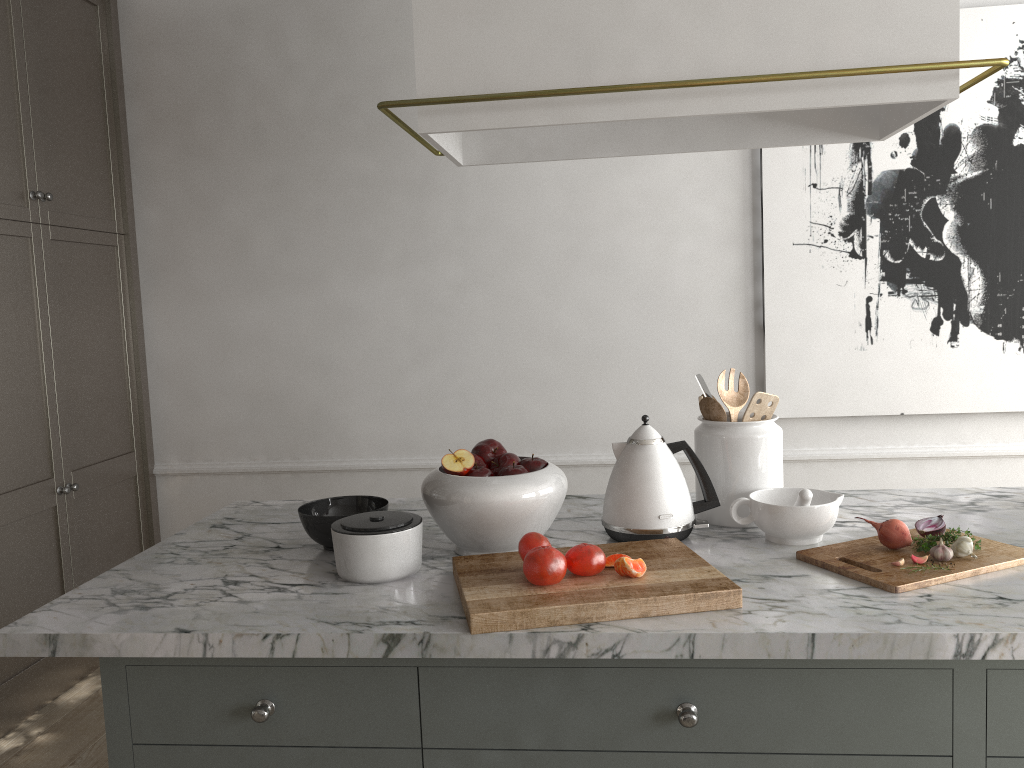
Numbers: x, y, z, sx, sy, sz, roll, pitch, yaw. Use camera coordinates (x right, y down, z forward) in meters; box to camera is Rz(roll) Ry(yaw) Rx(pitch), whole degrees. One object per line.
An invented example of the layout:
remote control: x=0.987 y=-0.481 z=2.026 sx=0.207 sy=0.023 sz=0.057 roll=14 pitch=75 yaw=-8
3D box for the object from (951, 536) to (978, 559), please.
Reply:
object: x=0.736 y=0.267 z=1.451 sx=0.035 sy=0.036 sz=0.037 roll=-3 pitch=5 yaw=-5

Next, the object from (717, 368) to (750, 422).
object: x=0.458 y=0.118 z=1.853 sx=0.056 sy=0.296 sz=0.131 roll=0 pitch=6 yaw=26

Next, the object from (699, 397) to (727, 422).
object: x=0.441 y=0.147 z=1.779 sx=0.117 sy=0.251 sz=0.061 roll=-4 pitch=5 yaw=-14

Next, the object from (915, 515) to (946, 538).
object: x=0.740 y=0.255 z=1.561 sx=0.057 sy=0.039 sz=0.049 roll=-2 pitch=5 yaw=3

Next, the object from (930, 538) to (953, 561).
object: x=0.697 y=0.268 z=1.440 sx=0.033 sy=0.037 sz=0.034 roll=-4 pitch=6 yaw=-16

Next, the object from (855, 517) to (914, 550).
object: x=0.645 y=0.256 z=1.527 sx=0.050 sy=0.051 sz=0.090 roll=-6 pitch=6 yaw=-30

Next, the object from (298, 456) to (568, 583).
object: x=-0.148 y=0.235 z=1.679 sx=0.491 sy=0.156 sz=0.364 roll=-4 pitch=6 yaw=-17

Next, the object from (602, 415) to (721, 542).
object: x=0.267 y=0.176 z=1.683 sx=0.204 sy=0.236 sz=0.178 roll=2 pitch=7 yaw=43

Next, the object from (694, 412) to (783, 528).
object: x=0.461 y=0.169 z=1.807 sx=0.174 sy=0.208 sz=0.174 roll=0 pitch=6 yaw=24

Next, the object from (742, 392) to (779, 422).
object: x=0.452 y=0.143 z=1.756 sx=0.149 sy=0.262 sz=0.054 roll=0 pitch=6 yaw=21

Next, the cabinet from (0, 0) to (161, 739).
cabinet: x=-2.147 y=0.031 z=0.676 sx=0.947 sy=2.377 sz=5.433 roll=-2 pitch=5 yaw=7

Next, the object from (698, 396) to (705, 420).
object: x=0.428 y=0.144 z=1.826 sx=0.118 sy=0.250 sz=0.033 roll=-7 pitch=7 yaw=-43

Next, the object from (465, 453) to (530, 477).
object: x=-0.039 y=0.172 z=1.661 sx=0.154 sy=0.074 sz=0.135 roll=-2 pitch=5 yaw=2

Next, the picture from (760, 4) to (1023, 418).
picture: x=1.617 y=-0.563 z=2.924 sx=1.545 sy=1.315 sz=0.039 roll=-2 pitch=5 yaw=7

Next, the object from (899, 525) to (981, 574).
object: x=0.678 y=0.272 z=1.453 sx=0.116 sy=0.058 sz=0.224 roll=2 pitch=7 yaw=42

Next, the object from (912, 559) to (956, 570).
object: x=0.675 y=0.286 z=1.422 sx=0.043 sy=0.008 sz=0.059 roll=-7 pitch=7 yaw=-41

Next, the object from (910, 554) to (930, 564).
object: x=0.658 y=0.281 z=1.430 sx=0.030 sy=0.017 sz=0.013 roll=-1 pitch=6 yaw=15

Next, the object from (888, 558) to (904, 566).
object: x=0.621 y=0.286 z=1.427 sx=0.028 sy=0.010 sz=0.015 roll=-4 pitch=6 yaw=-19

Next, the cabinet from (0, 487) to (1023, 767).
cabinet: x=0.457 y=0.651 z=1.658 sx=2.360 sy=0.721 sz=0.870 roll=-2 pitch=5 yaw=7

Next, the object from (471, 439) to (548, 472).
object: x=-0.002 y=0.154 z=1.704 sx=0.167 sy=0.091 sz=0.071 roll=1 pitch=6 yaw=32

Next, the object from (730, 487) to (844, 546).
object: x=0.516 y=0.233 z=1.641 sx=0.172 sy=0.110 sz=0.159 roll=-7 pitch=7 yaw=-38

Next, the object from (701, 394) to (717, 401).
object: x=0.451 y=0.141 z=1.852 sx=0.114 sy=0.247 sz=0.050 roll=-1 pitch=5 yaw=11

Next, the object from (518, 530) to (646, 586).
object: x=0.110 y=0.262 z=1.389 sx=0.194 sy=0.079 sz=0.135 roll=-3 pitch=5 yaw=-5

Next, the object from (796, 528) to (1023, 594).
object: x=0.680 y=0.289 z=1.492 sx=0.330 sy=0.012 sz=0.220 roll=-5 pitch=6 yaw=-23

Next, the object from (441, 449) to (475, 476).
object: x=-0.100 y=0.145 z=1.624 sx=0.061 sy=0.048 sz=0.054 roll=-6 pitch=6 yaw=-30

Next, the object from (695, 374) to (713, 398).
object: x=0.451 y=0.124 z=1.809 sx=0.141 sy=0.290 sz=0.064 roll=-1 pitch=6 yaw=20

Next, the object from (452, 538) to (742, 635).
object: x=0.117 y=0.312 z=1.408 sx=0.400 sy=0.030 sz=0.290 roll=-3 pitch=5 yaw=-8
